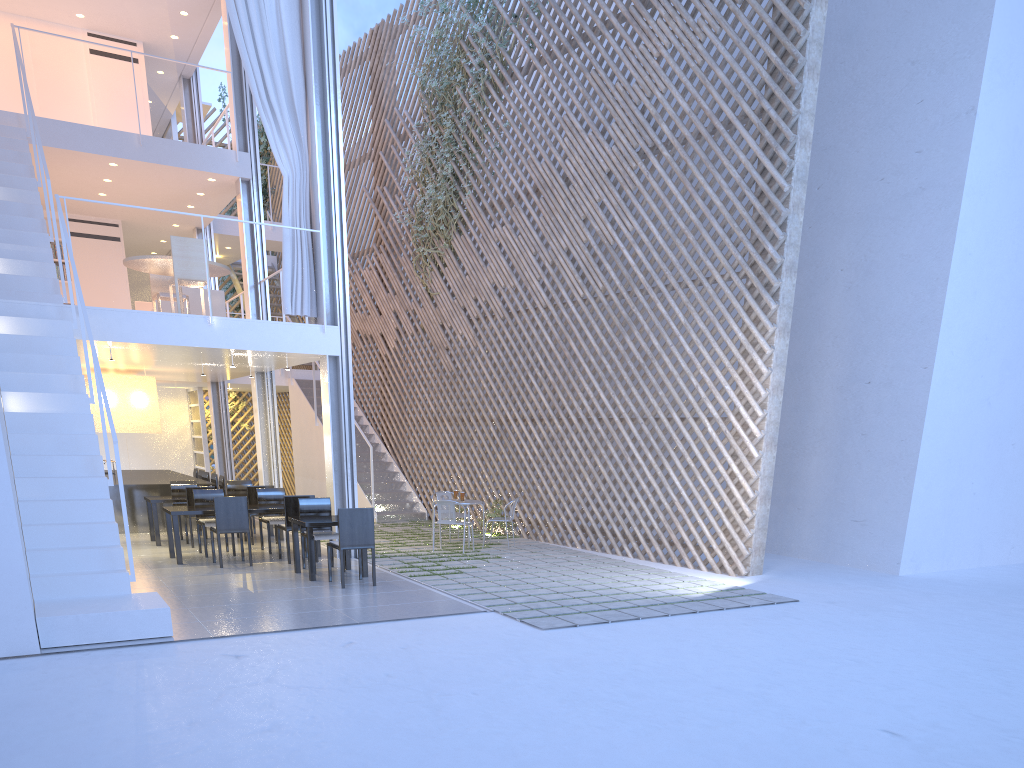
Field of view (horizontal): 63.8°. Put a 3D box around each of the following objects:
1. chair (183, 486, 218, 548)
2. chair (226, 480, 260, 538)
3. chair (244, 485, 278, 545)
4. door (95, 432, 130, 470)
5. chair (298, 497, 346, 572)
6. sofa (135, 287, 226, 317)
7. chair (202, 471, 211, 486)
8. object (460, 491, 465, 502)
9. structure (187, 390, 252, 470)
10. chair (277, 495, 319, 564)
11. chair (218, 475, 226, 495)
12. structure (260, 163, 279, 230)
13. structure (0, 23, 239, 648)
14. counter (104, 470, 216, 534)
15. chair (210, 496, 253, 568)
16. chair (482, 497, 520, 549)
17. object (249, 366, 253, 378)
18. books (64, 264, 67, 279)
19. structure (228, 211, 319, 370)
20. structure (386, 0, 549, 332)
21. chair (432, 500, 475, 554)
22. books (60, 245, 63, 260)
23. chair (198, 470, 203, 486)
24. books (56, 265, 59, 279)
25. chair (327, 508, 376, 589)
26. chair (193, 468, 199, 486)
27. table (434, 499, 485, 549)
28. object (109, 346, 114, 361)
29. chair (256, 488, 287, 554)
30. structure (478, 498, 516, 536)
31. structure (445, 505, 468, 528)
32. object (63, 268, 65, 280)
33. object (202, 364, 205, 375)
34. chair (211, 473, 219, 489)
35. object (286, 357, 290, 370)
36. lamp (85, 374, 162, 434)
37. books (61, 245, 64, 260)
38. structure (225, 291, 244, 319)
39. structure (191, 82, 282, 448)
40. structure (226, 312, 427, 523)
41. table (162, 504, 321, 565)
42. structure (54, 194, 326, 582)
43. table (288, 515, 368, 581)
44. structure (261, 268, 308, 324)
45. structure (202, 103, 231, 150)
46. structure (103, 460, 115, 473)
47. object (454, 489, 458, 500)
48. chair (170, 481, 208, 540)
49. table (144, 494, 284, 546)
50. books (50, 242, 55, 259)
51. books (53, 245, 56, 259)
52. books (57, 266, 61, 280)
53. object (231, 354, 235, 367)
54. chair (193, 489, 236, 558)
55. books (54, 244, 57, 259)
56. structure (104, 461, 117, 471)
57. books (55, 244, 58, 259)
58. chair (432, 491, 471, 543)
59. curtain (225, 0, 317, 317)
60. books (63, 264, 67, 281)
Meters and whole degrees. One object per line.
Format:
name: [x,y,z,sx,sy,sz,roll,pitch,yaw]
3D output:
chair: [-2.208,0.935,5.826,0.188,0.469,0.223,-7,15,-29]
chair: [-2.083,0.972,6.406,0.188,0.469,0.223,-7,15,-29]
chair: [-1.851,0.953,6.019,0.188,0.469,0.223,-7,15,-29]
door: [-3.861,0.572,6.970,0.477,1.244,5.265,-4,-1,-19]
chair: [-1.120,0.895,4.853,0.188,0.469,0.223,-7,15,-29]
sofa: [-2.546,-0.476,6.307,0.493,0.391,0.945,-2,1,-30]
chair: [-2.924,1.030,7.598,0.234,0.469,0.179,-7,16,-33]
object: [-0.357,0.811,5.919,0.031,0.082,0.029,5,15,15]
structure: [-3.460,0.382,10.078,1.124,2.137,0.271,-5,17,-27]
chair: [-1.364,0.912,5.207,0.188,0.469,0.223,-7,15,-29]
chair: [-2.584,1.002,7.043,0.236,0.469,0.177,-6,15,-27]
structure: [-2.345,-1.805,7.968,1.128,0.606,0.025,1,15,-28]
structure: [-1.882,-0.615,4.470,1.695,3.541,3.481,-7,10,-30]
counter: [-3.384,1.041,7.578,0.806,0.396,2.421,1,-2,-31]
chair: [-1.721,0.894,5.014,0.188,0.469,0.223,-7,15,-29]
chair: [-0.070,1.010,6.020,0.248,0.406,0.242,3,11,10]
object: [-1.912,-0.089,6.019,0.029,0.085,0.026,-4,16,-18]
books: [-4.003,-0.993,7.385,0.011,0.155,0.081,-9,16,-31]
structure: [-2.706,-1.068,9.187,0.519,2.017,1.195,-11,16,-36]
structure: [-0.330,-1.871,6.483,0.714,2.915,2.256,-12,15,-39]
chair: [-0.423,0.986,5.739,0.261,0.407,0.230,4,12,15]
books: [-3.479,-0.456,5.991,0.045,1.730,3.422,-5,3,-20]
chair: [-3.075,1.045,7.885,0.235,0.469,0.178,-7,16,-31]
books: [-4.065,-0.986,7.351,0.015,0.133,0.087,-9,14,-31]
chair: [-0.872,0.874,4.438,0.188,0.469,0.223,-7,15,-29]
chair: [-3.239,1.059,8.166,0.236,0.469,0.177,-5,15,-26]
table: [-0.392,1.028,6.064,0.345,0.357,0.329,4,8,22]
object: [-2.303,-0.175,4.723,0.029,0.085,0.026,-4,16,-18]
chair: [-1.596,0.932,5.594,0.188,0.469,0.223,-7,15,-29]
structure: [-0.130,1.094,6.747,0.286,0.346,0.305,-8,12,-44]
structure: [-0.468,1.156,7.283,0.264,0.279,0.248,-2,8,-22]
object: [-4.023,-0.986,7.384,0.006,0.138,0.068,-9,16,-31]
object: [-2.204,-0.104,5.861,0.029,0.085,0.026,-4,16,-18]
chair: [-2.747,1.016,7.324,0.235,0.469,0.178,-7,16,-30]
object: [-2.604,0.262,5.635,1.652,0.872,1.771,0,1,-32]
lamp: [-3.508,0.203,7.253,0.441,0.450,2.216,-3,0,-31]
books: [-3.470,-0.441,5.989,0.036,1.767,3.445,-5,3,-19]
structure: [-2.435,-0.461,7.261,0.027,0.590,1.635,-9,4,-31]
structure: [-3.393,-1.289,10.510,1.086,4.839,3.129,-9,15,-33]
structure: [-1.845,0.302,7.936,1.152,2.098,1.876,-8,12,-36]
table: [-1.729,0.960,5.324,0.907,0.352,0.334,1,6,-29]
structure: [-1.368,-0.020,4.133,1.344,1.914,1.363,-5,11,-29]
table: [-1.049,0.936,4.724,0.354,0.354,0.334,-3,8,-29]
structure: [-1.523,-0.538,5.739,0.027,0.590,1.633,-9,4,-31]
structure: [-2.413,-1.878,6.836,0.027,0.590,1.635,-9,4,-31]
structure: [-3.917,0.797,7.975,0.111,0.132,0.032,-3,16,-27]
object: [-0.417,0.820,6.095,0.031,0.082,0.029,5,15,15]
chair: [-2.439,0.954,6.213,0.188,0.469,0.223,-7,15,-29]
table: [-2.190,0.999,6.094,0.907,0.352,0.334,1,6,-29]
books: [-3.516,-0.454,5.971,0.030,1.800,3.416,-5,3,-20]
books: [-4.066,-1.164,7.308,0.006,0.128,0.076,-9,15,-31]
books: [-4.052,-0.984,7.362,0.018,0.130,0.080,-9,15,-31]
object: [-1.713,-0.145,5.042,0.029,0.085,0.026,-4,16,-18]
chair: [-1.953,0.914,5.401,0.188,0.469,0.223,-7,15,-29]
books: [-3.509,-0.441,5.983,0.023,1.775,3.392,-5,3,-20]
structure: [-3.750,0.783,7.696,0.111,0.132,0.032,-3,16,-27]
books: [-3.485,-0.452,5.969,0.037,1.741,3.454,-5,3,-20]
chair: [-0.486,1.022,6.349,0.258,0.407,0.232,-5,13,-29]
curtain: [-1.384,-1.656,4.527,0.502,2.590,0.090,-8,19,-29]
books: [-4.011,-0.992,7.379,0.010,0.151,0.084,-9,15,-31]
